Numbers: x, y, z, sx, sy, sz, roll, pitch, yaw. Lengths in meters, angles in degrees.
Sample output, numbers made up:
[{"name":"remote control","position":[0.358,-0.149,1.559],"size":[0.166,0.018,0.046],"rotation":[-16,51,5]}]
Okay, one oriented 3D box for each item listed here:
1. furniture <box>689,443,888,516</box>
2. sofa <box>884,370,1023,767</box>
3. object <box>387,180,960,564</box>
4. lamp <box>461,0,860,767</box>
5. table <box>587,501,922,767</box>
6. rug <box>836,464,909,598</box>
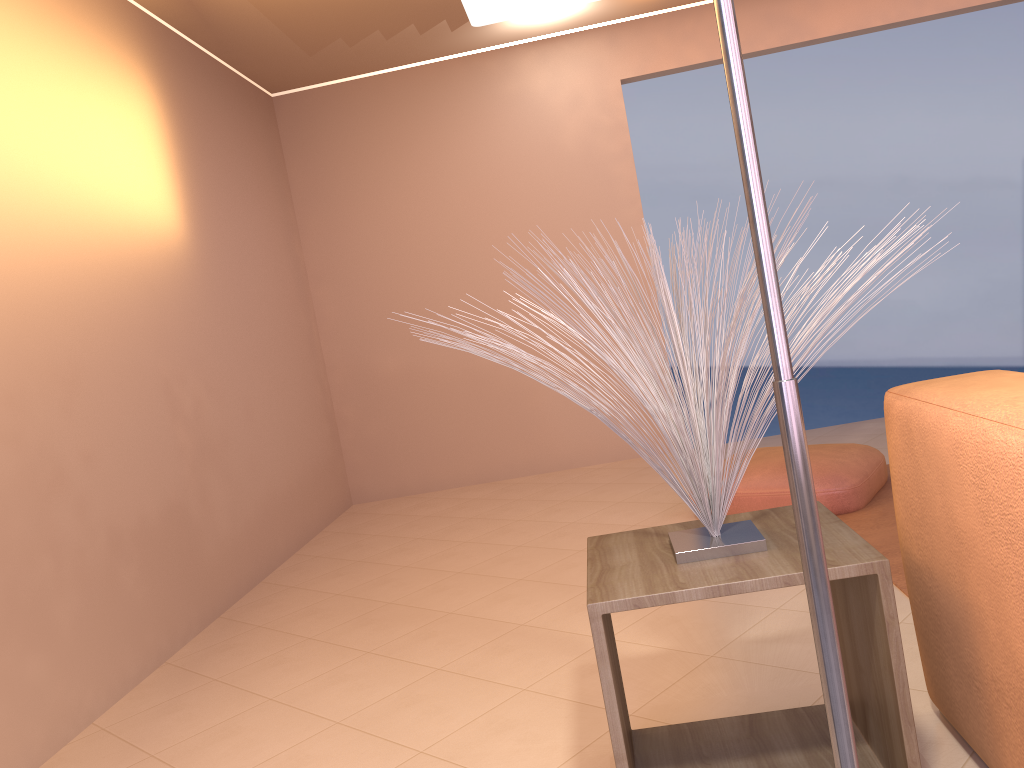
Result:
[{"name":"furniture","position":[1.124,0.388,3.620],"size":[0.699,0.226,0.659],"rotation":[-8,5,35]},{"name":"sofa","position":[2.071,0.127,1.167],"size":[2.781,0.672,0.943],"rotation":[-10,4,6]},{"name":"object","position":[0.299,-0.013,1.478],"size":[0.700,0.634,0.703],"rotation":[-13,5,-38]},{"name":"lamp","position":[0.239,0.021,0.764],"size":[0.454,1.578,0.454],"rotation":[-10,4,6]},{"name":"table","position":[0.404,0.504,1.600],"size":[0.469,0.436,0.415],"rotation":[-10,4,6]},{"name":"rug","position":[2.402,0.286,2.891],"size":[2.626,0.005,1.833],"rotation":[-10,4,6]}]
